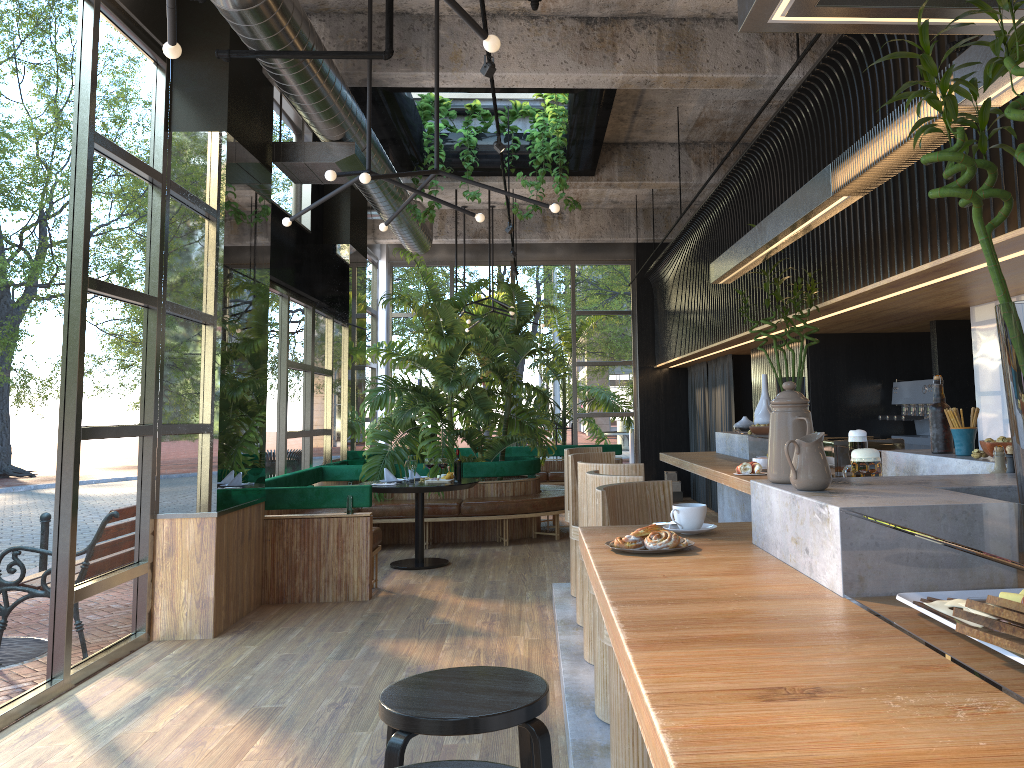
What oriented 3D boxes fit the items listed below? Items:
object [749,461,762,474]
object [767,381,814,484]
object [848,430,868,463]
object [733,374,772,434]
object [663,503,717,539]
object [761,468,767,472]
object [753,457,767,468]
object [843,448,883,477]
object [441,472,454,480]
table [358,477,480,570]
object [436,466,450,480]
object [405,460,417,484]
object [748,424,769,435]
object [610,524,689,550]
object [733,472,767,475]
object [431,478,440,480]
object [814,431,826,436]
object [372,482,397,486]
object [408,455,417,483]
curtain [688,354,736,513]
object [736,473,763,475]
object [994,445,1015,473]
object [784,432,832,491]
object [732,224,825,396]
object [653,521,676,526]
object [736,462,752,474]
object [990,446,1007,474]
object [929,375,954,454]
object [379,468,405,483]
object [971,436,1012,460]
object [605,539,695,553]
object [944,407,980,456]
[{"bbox_3d":[1.181,0.409,4.344,0.073,0.060,0.125,1,-3,-31],"label":"object"},{"bbox_3d":[0.646,0.111,2.076,0.123,0.236,0.204,3,-6,-32],"label":"object"},{"bbox_3d":[1.338,0.292,3.426,0.071,0.234,0.077,-4,-7,32],"label":"object"},{"bbox_3d":[1.657,0.132,5.888,0.330,0.400,0.303,3,-6,-42],"label":"object"},{"bbox_3d":[0.368,0.353,2.223,0.174,0.073,0.432,-3,-3,35],"label":"object"},{"bbox_3d":[1.278,0.436,4.532,0.162,0.020,0.158,-1,-2,-4],"label":"object"},{"bbox_3d":[1.298,0.407,4.535,0.136,0.064,0.107,0,-3,-22],"label":"object"},{"bbox_3d":[1.272,0.317,3.201,0.112,0.173,0.135,0,-5,-7],"label":"object"},{"bbox_3d":[-0.600,0.851,8.246,0.099,0.065,0.162,1,-3,-30],"label":"object"},{"bbox_3d":[-0.851,1.283,8.178,1.147,0.755,1.047,1,-4,-32],"label":"table"},{"bbox_3d":[-0.630,0.819,8.157,0.144,0.124,0.096,0,-5,-20],"label":"object"},{"bbox_3d":[-0.914,0.796,7.998,0.101,0.211,0.109,-4,-6,33],"label":"object"},{"bbox_3d":[1.586,0.286,5.626,0.189,0.073,0.230,-2,-2,19],"label":"object"},{"bbox_3d":[0.327,0.360,2.078,0.155,0.053,0.160,-3,-3,43],"label":"object"},{"bbox_3d":[1.166,0.439,4.336,0.164,0.005,0.169,-1,-2,11],"label":"object"},{"bbox_3d":[-0.704,0.878,8.237,0.102,0.013,0.221,-1,-2,5],"label":"object"},{"bbox_3d":[1.595,0.235,5.011,0.209,0.135,0.803,-1,-2,7],"label":"object"},{"bbox_3d":[-1.129,0.896,7.984,0.256,0.019,0.156,-1,-2,-2],"label":"object"},{"bbox_3d":[-0.918,0.783,8.166,0.095,0.246,0.089,1,-6,-18],"label":"object"},{"bbox_3d":[2.718,0.679,12.233,0.122,2.071,3.242,-1,-3,1],"label":"curtain"},{"bbox_3d":[1.165,0.436,4.332,0.117,0.005,0.125,-3,-2,38],"label":"object"},{"bbox_3d":[1.305,0.267,2.315,0.068,0.216,0.168,-3,-5,25],"label":"object"},{"bbox_3d":[0.621,0.162,1.870,0.099,0.120,0.087,-1,-5,7],"label":"object"},{"bbox_3d":[1.821,-0.299,5.928,0.641,1.560,0.609,-5,-7,37],"label":"object"},{"bbox_3d":[0.421,0.381,2.421,0.030,0.027,0.130,1,-3,-22],"label":"object"},{"bbox_3d":[1.128,0.410,4.325,0.061,0.059,0.072,0,-4,-10],"label":"object"},{"bbox_3d":[1.316,0.271,2.387,0.073,0.211,0.067,3,-7,-34],"label":"object"},{"bbox_3d":[1.520,0.107,3.152,0.071,0.278,0.078,-5,-7,35],"label":"object"},{"bbox_3d":[-1.112,0.848,8.246,0.239,0.140,0.225,0,-3,-17],"label":"object"},{"bbox_3d":[1.516,0.194,2.722,0.189,0.073,0.230,-2,-2,19],"label":"object"},{"bbox_3d":[0.323,0.379,2.083,0.196,0.013,0.214,-2,-2,35],"label":"object"},{"bbox_3d":[1.512,0.159,2.980,0.103,0.163,0.106,-4,-6,33],"label":"object"}]
